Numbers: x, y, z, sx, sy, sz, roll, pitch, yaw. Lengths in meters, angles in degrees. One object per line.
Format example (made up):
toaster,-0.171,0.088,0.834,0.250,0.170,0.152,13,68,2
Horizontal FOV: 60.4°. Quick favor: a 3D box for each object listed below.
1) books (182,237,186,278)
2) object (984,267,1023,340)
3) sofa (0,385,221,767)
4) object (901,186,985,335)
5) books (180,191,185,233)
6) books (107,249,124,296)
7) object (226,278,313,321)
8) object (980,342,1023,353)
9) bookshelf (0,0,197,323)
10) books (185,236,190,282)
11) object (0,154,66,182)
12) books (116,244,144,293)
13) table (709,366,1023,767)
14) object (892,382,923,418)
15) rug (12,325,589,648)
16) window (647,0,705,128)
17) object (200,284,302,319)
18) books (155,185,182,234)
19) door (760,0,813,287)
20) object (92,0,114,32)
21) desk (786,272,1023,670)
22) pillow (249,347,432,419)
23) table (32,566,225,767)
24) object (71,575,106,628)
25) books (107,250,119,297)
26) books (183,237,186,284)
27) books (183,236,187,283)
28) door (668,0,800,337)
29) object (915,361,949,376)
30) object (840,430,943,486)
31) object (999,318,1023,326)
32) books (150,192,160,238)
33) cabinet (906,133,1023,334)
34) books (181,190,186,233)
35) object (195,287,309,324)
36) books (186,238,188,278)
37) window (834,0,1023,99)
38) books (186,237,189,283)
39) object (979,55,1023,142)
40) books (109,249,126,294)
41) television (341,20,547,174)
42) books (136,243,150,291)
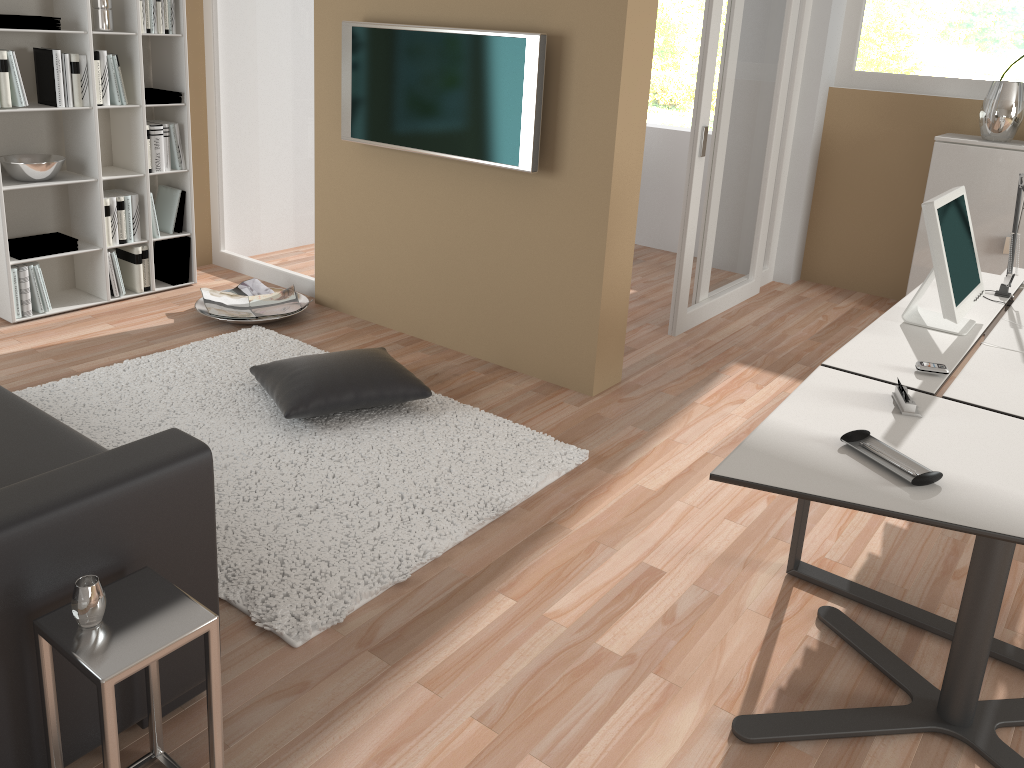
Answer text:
books,-1.971,-0.738,5.124,0.217,0.262,0.032,17,21,35
object,2.319,-0.076,3.663,0.632,0.653,0.314,17,22,34
sofa,-1.822,0.153,2.266,2.295,0.807,0.971,19,25,34
object,1.438,-0.406,2.880,0.200,0.416,0.476,15,23,33
books,-1.964,-1.011,5.081,0.222,0.234,0.044,17,21,35
books,-2.205,-0.621,4.807,0.211,0.249,0.059,17,21,35
object,-1.371,-0.442,4.752,0.507,0.093,0.350,19,26,33
object,1.652,-0.088,2.698,0.392,0.077,0.467,16,25,28
bookshelf,-2.226,-1.483,4.551,0.338,2.070,1.059,15,21,33
books,-1.952,-0.745,5.144,0.222,0.265,0.032,17,21,35
object,-2.407,-1.081,4.424,0.299,0.103,0.310,4,22,1
books,-2.129,-0.656,4.904,0.211,0.250,0.041,17,21,35
table,1.001,0.508,2.003,0.939,0.665,0.829,16,23,31
object,1.004,0.030,2.227,0.049,0.054,0.135,7,22,10
rug,-0.914,0.193,3.347,2.058,0.044,1.480,19,27,33
window,3.264,-5.398,11.331,12.142,5.762,2.137,11,18,19
object,-1.389,-0.435,4.703,0.501,0.093,0.354,-6,24,-23
books,-1.986,-1.004,5.054,0.211,0.237,0.086,17,22,35
door,1.478,-1.766,5.187,0.046,2.559,1.211,15,21,33
object,-2.086,-1.882,4.489,0.094,0.156,0.096,-11,23,-37
desk,1.655,0.147,2.986,0.817,0.663,1.635,17,25,33
pillow,-0.714,-0.013,3.631,0.612,0.203,0.600,-8,24,-27
table,-0.727,0.651,1.693,0.242,0.454,0.232,16,21,34
object,-0.770,0.396,1.601,0.057,0.083,0.059,5,18,6
books,-2.224,-0.616,4.789,0.211,0.251,0.061,17,21,35
books,-1.968,-0.739,5.128,0.217,0.262,0.032,17,21,35
books,-1.961,-0.740,5.130,0.220,0.263,0.032,17,21,35
door,1.304,-1.648,4.872,0.061,2.559,1.211,15,21,33
object,1.176,-0.044,2.464,0.084,0.020,0.049,9,22,14
object,0.823,0.158,1.917,0.090,0.029,0.223,-6,24,-22
object,1.861,-0.195,2.990,0.372,0.077,0.145,9,22,14
books,-2.052,-0.956,4.916,0.211,0.251,0.061,17,21,35
cabinet,3.099,-0.751,4.891,1.548,1.048,0.424,18,22,34
books,-1.959,-1.011,5.087,0.214,0.230,0.044,17,21,35
object,-1.382,-0.403,4.698,0.586,0.061,0.606,8,22,10
books,-1.959,-0.740,5.136,0.214,0.260,0.032,17,21,35
window,3.620,-2.283,4.533,3.694,1.737,0.046,19,22,34
books,-1.955,-0.741,5.140,0.214,0.260,0.032,17,21,35
object,3.048,-1.694,4.730,0.870,0.817,0.270,16,21,32
books,-2.208,-0.632,4.829,0.211,0.249,0.059,17,21,35
television,-0.355,-1.331,4.013,1.193,0.559,0.055,19,22,34
books,-2.108,-0.669,4.938,0.211,0.250,0.041,17,21,35
